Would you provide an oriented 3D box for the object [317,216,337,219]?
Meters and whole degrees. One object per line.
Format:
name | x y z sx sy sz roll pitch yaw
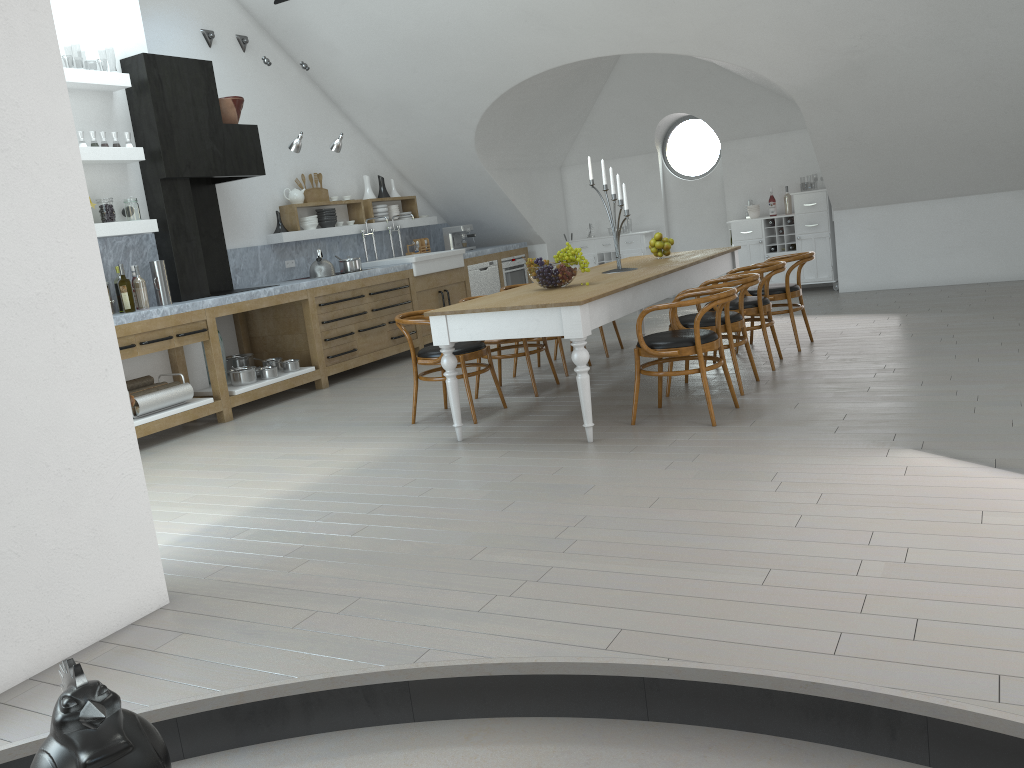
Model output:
object | -1.928 -1.721 9.266 0.205 0.086 0.206 -11 11 -17

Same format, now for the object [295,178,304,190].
object | -2.125 -1.977 9.038 0.016 0.258 0.200 0 12 40

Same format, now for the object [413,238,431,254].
object | -1.087 -1.650 10.719 0.104 0.222 0.201 -2 11 29

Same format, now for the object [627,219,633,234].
object | 1.492 -1.997 11.218 0.063 0.186 0.063 -5 9 15

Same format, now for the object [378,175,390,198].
object | -1.484 -2.257 10.139 0.156 0.267 0.157 -1 11 34

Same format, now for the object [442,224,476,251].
object | -0.599 -1.799 10.951 0.386 0.319 0.326 -2 11 29

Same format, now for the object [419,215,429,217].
object | -1.109 -2.030 10.778 0.213 0.025 0.214 -4 11 17

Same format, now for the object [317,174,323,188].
object | -1.991 -2.057 9.287 0.030 0.293 0.058 -2 10 29

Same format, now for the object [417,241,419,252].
object | -1.115 -1.605 10.541 0.040 0.191 0.042 -11 10 -23

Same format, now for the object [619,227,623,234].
object | 1.391 -1.953 11.306 0.094 0.093 0.094 -4 10 17

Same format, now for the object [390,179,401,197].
object | -1.382 -2.282 10.340 0.156 0.217 0.157 -6 10 11

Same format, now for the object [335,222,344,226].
object | -1.845 -1.704 9.468 0.098 0.048 0.099 -2 11 27

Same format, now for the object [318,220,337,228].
object | -1.927 -1.668 9.275 0.205 0.072 0.207 -4 11 17

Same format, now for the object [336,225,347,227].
object | -1.842 -1.681 9.472 0.164 0.012 0.164 -17 14 -42

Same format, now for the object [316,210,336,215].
object | -1.940 -1.768 9.266 0.206 0.083 0.206 -14 12 -32

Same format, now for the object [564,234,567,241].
object | 0.729 -1.826 11.542 0.088 0.267 0.029 -7 9 3

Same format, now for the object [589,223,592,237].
object | 1.019 -2.019 11.628 0.039 0.174 0.054 -2 10 29

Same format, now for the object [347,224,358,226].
object | -1.751 -1.724 9.637 0.164 0.012 0.164 -17 14 -42

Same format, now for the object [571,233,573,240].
object | 0.777 -1.827 11.515 0.029 0.267 0.088 -13 11 -33

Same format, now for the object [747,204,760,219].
object | 2.885 -2.054 10.573 0.158 0.159 0.154 -13 11 -32

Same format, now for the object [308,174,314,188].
object | -2.055 -2.028 9.171 0.040 0.298 0.061 -3 10 27

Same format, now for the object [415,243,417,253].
object | -1.136 -1.587 10.527 0.019 0.178 0.044 -8 9 -5

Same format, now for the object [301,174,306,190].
object | -2.112 -2.003 9.068 0.027 0.298 0.055 -2 10 29

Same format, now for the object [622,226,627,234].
object | 1.426 -1.944 11.221 0.071 0.098 0.071 -14 12 -36

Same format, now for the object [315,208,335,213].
object | -1.946 -1.794 9.261 0.205 0.079 0.206 -1 12 32

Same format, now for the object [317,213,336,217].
object | -1.935 -1.742 9.265 0.205 0.072 0.207 -4 11 17

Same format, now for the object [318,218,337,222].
object | -1.931 -1.693 9.271 0.205 0.086 0.206 -12 11 -22

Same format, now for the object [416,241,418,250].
object | -1.131 -1.602 10.550 0.023 0.195 0.018 -3 10 24

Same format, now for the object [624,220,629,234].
object | 1.458 -1.999 11.273 0.054 0.178 0.054 -6 9 7

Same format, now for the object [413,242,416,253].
object | -1.151 -1.597 10.540 0.019 0.195 0.022 -5 9 18

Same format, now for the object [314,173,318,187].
object | -2.022 -2.036 9.190 0.019 0.298 0.057 -2 10 29

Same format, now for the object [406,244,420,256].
object | -1.179 -1.576 10.527 0.100 0.170 0.174 -2 11 31

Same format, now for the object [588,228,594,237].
object | 1.032 -2.005 11.627 0.097 0.136 0.029 -1 11 33

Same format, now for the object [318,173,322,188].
object | -1.993 -2.049 9.247 0.039 0.296 0.068 -2 10 29

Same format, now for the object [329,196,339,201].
object | -1.887 -1.962 9.415 0.098 0.048 0.099 -2 11 27

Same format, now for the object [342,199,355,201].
object | -1.782 -1.987 9.602 0.164 0.012 0.164 -17 14 -42

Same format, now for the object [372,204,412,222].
object | -1.392 -1.978 10.249 0.197 0.195 0.660 -2 12 29

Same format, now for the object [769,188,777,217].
object | 3.076 -2.148 10.476 0.081 0.328 0.082 -3 10 25

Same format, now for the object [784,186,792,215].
object | 3.230 -2.152 10.383 0.085 0.329 0.085 -9 9 -11

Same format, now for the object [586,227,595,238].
object | 1.030 -1.984 11.624 0.101 0.137 0.067 -2 11 29

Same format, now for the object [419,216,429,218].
object | -1.108 -2.022 10.779 0.213 0.025 0.214 -4 11 17

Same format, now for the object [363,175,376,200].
object | -1.611 -2.199 9.915 0.156 0.267 0.157 -4 10 18

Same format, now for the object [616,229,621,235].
object | 1.344 -1.928 11.229 0.077 0.085 0.077 -4 10 17

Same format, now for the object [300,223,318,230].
object | -2.061 -1.601 9.032 0.182 0.063 0.181 -15 13 -37

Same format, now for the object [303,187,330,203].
object | -2.037 -1.951 9.177 0.084 0.157 0.355 -2 11 29

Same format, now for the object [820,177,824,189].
object | 3.565 -2.307 10.170 0.046 0.142 0.046 0 12 40

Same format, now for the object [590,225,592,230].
object | 1.040 -2.015 11.600 0.039 0.163 0.024 1 12 42

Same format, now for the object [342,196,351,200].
object | -1.785 -2.010 9.599 0.098 0.048 0.099 -2 11 27

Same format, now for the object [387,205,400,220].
object | -1.371 -1.981 10.237 0.158 0.159 0.154 -13 11 -32

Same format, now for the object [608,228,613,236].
object | 1.257 -1.928 11.235 0.082 0.105 0.082 1 13 42

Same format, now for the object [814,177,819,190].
object | 3.493 -2.298 10.174 0.046 0.142 0.046 0 12 40

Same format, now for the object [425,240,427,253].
object | -1.036 -1.651 10.731 0.040 0.191 0.042 -9 9 -10

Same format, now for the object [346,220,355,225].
object | -1.754 -1.747 9.634 0.098 0.048 0.099 -2 11 27
